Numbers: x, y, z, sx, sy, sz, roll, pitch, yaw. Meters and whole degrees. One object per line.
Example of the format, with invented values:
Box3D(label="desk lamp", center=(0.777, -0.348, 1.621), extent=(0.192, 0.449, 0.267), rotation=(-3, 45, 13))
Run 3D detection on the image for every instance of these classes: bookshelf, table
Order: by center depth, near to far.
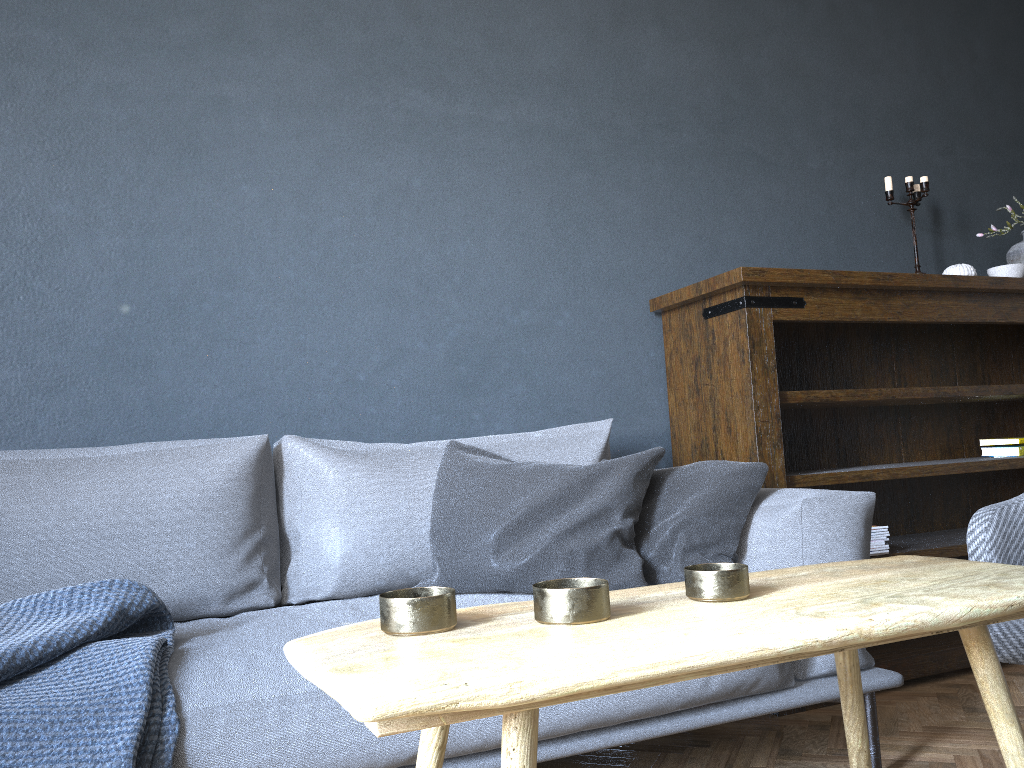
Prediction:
Box3D(label="table", center=(0.214, 0.485, 0.847), extent=(0.787, 0.549, 0.340), rotation=(-1, -5, -23))
Box3D(label="bookshelf", center=(1.426, 0.280, 2.862), extent=(1.918, 1.171, 0.451), rotation=(-1, -5, -23))

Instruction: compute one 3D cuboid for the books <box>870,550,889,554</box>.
Box3D(label="books", center=(0.887, 0.488, 2.559), extent=(0.305, 0.007, 0.219), rotation=(-2, -5, -19))

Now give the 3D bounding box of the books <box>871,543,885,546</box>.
Box3D(label="books", center=(0.885, 0.468, 2.566), extent=(0.288, 0.008, 0.219), rotation=(-2, -5, -17))

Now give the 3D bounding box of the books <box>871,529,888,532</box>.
Box3D(label="books", center=(0.889, 0.430, 2.574), extent=(0.304, 0.008, 0.219), rotation=(-2, -5, -19))

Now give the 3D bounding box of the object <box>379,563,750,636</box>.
Box3D(label="object", center=(0.062, 0.203, 0.840), extent=(0.369, 0.033, 0.103), rotation=(-2, -5, -13))

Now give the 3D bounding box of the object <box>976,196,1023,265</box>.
Box3D(label="object", center=(1.868, -0.519, 3.126), extent=(0.386, 0.412, 0.275), rotation=(-8, -6, 44))

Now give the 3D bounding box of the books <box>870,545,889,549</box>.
Box3D(label="books", center=(0.886, 0.473, 2.560), extent=(0.304, 0.013, 0.219), rotation=(-2, -5, -19))

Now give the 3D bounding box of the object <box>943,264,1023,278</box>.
Box3D(label="object", center=(1.577, -0.361, 2.963), extent=(0.255, 0.103, 0.118), rotation=(-7, -6, 32))

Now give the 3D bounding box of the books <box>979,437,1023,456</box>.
Box3D(label="books", center=(1.739, 0.238, 3.036), extent=(0.197, 0.113, 0.174), rotation=(0, -6, -34))

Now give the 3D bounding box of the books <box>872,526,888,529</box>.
Box3D(label="books", center=(0.890, 0.422, 2.574), extent=(0.304, 0.013, 0.219), rotation=(-2, -5, -19))

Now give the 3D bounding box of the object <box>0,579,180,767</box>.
Box3D(label="object", center=(-0.826, 0.485, 1.269), extent=(0.666, 0.329, 0.491), rotation=(-2, -5, -19))

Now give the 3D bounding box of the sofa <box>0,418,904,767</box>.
Box3D(label="sofa", center=(-0.419, 0.482, 1.780), extent=(2.340, 0.797, 0.971), rotation=(-1, -5, -24))

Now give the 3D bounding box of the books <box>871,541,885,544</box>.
Box3D(label="books", center=(0.884, 0.463, 2.567), extent=(0.288, 0.008, 0.219), rotation=(-2, -5, -17))

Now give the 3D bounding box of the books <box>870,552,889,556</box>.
Box3D(label="books", center=(0.889, 0.495, 2.560), extent=(0.304, 0.008, 0.219), rotation=(-1, -6, -24))

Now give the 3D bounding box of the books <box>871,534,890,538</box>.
Box3D(label="books", center=(0.892, 0.444, 2.567), extent=(0.304, 0.008, 0.219), rotation=(-2, -5, -20))

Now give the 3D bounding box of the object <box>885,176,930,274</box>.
Box3D(label="object", center=(1.366, -0.508, 3.049), extent=(0.130, 0.437, 0.145), rotation=(-4, -4, 12))

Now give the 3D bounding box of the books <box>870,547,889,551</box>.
Box3D(label="books", center=(0.888, 0.481, 2.561), extent=(0.304, 0.008, 0.219), rotation=(-2, -5, -19))

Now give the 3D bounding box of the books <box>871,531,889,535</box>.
Box3D(label="books", center=(0.891, 0.438, 2.569), extent=(0.304, 0.008, 0.219), rotation=(-2, -5, -20))

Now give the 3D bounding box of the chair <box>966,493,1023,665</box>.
Box3D(label="chair", center=(1.038, 0.339, 1.278), extent=(0.646, 0.810, 0.495), rotation=(-8, -6, 44))

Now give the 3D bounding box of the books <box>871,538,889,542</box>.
Box3D(label="books", center=(0.892, 0.457, 2.571), extent=(0.304, 0.006, 0.219), rotation=(-2, -5, -19))

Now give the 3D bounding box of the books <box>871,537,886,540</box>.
Box3D(label="books", center=(0.889, 0.452, 2.567), extent=(0.288, 0.008, 0.219), rotation=(-2, -5, -19))

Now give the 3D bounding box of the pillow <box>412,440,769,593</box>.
Box3D(label="pillow", center=(0.162, 0.286, 1.992), extent=(0.797, 0.361, 0.443), rotation=(-3, -5, -6))
